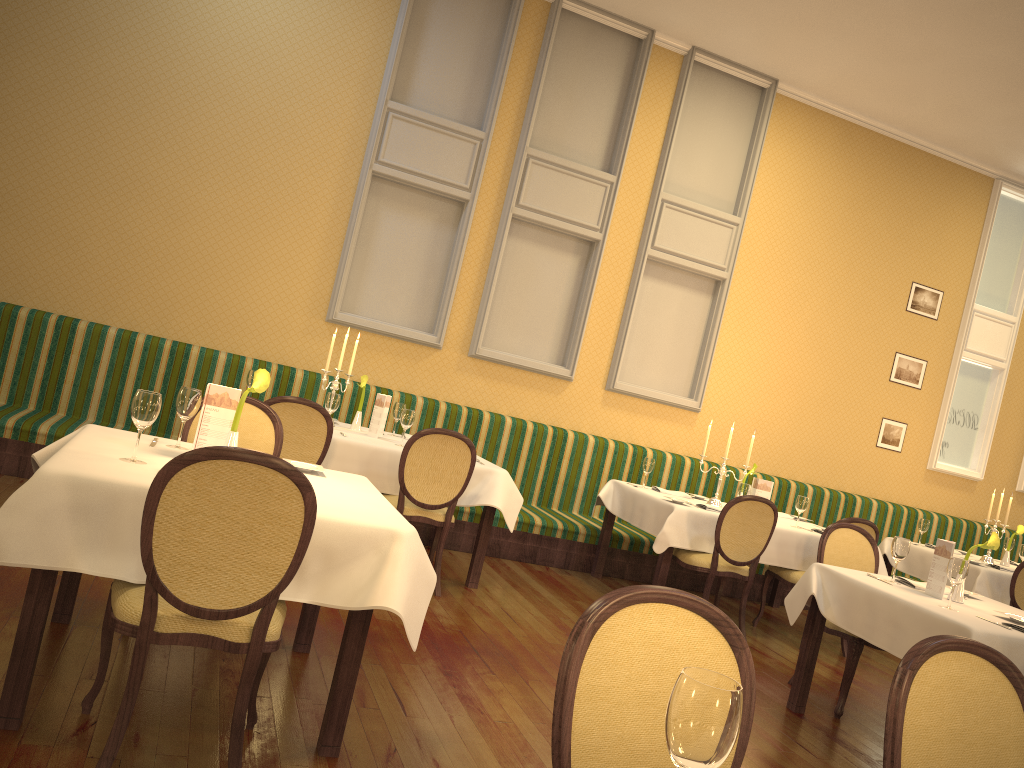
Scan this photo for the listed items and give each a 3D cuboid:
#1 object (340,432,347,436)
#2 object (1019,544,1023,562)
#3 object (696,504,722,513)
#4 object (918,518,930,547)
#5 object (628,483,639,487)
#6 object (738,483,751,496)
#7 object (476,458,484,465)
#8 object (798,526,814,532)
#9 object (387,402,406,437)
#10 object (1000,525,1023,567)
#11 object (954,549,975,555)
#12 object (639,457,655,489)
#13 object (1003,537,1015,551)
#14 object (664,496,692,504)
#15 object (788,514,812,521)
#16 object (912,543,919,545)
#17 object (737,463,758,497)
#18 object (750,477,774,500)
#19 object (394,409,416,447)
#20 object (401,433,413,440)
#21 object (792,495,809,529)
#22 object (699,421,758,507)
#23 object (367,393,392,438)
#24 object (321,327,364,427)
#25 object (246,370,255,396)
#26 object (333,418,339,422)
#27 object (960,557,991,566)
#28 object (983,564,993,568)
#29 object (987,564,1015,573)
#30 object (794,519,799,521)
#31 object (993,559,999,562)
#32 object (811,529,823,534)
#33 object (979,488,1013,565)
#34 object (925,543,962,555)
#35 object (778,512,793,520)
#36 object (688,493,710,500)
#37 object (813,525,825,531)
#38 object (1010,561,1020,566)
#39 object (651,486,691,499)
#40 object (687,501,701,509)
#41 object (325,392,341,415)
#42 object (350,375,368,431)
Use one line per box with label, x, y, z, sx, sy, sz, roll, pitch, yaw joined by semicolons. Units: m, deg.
object;-1.014;0.299;5.321;0.017;0.010;0.185;13;0;-19
object;4.110;1.409;7.127;0.088;0.229;0.088;13;0;29
object;1.431;0.873;6.166;0.273;0.033;0.142;13;0;-19
object;3.506;1.267;7.581;0.088;0.229;0.088;13;0;29
object;0.910;0.758;6.680;0.038;0.015;0.181;13;0;-17
object;1.622;0.815;6.250;0.088;0.229;0.088;13;0;29
object;-0.205;0.489;5.592;0.038;0.015;0.181;13;0;-17
object;2.123;1.048;6.427;0.017;0.010;0.185;13;0;-19
object;-0.786;0.243;6.062;0.088;0.229;0.088;13;0;29
object;4.235;1.365;7.506;0.076;0.375;0.163;13;0;3
object;3.948;1.479;7.779;0.160;0.024;0.160;13;0;-19
object;1.018;0.673;6.703;0.088;0.229;0.088;13;0;29
object;4.410;1.483;7.894;0.088;0.229;0.088;13;0;23
object;1.134;0.805;6.068;0.160;0.024;0.160;13;0;-19
object;2.328;1.092;7.189;0.160;0.024;0.160;13;0;-19
object;3.398;1.352;7.557;0.038;0.015;0.181;13;0;-17
object;1.789;0.782;6.784;0.163;0.375;0.076;13;0;-37
object;1.822;0.841;6.589;0.166;0.277;0.081;13;0;43
object;-0.657;0.271;5.465;0.088;0.229;0.088;13;0;29
object;-0.617;0.386;6.118;0.273;0.033;0.142;13;0;-19
object;2.076;0.924;6.399;0.088;0.229;0.088;13;0;29
object;1.588;0.594;6.640;0.390;0.655;0.131;13;0;0
object;-0.852;0.203;5.660;0.081;0.277;0.166;13;0;3
object;-1.119;-0.053;5.686;0.131;0.655;0.390;13;0;27
object;-1.690;0.027;5.749;0.088;0.229;0.088;13;0;29
object;-1.248;0.239;5.947;0.160;0.024;0.160;13;0;-19
object;3.622;1.399;6.945;0.160;0.024;0.160;13;0;-19
object;3.749;1.434;7.041;0.038;0.015;0.181;13;0;-17
object;3.919;1.467;7.044;0.273;0.033;0.142;13;0;-19
object;2.248;1.077;7.112;0.038;0.015;0.181;13;0;-17
object;4.310;1.571;7.859;0.017;0.010;0.185;13;0;-18
object;2.320;1.089;6.426;0.273;0.024;0.142;13;0;-19
object;4.063;1.184;7.453;0.131;0.655;0.390;13;0;-5
object;3.698;1.416;7.600;0.273;0.033;0.142;13;0;-19
object;2.091;1.033;7.073;0.273;0.033;0.142;13;0;-19
object;1.460;0.885;6.902;0.160;0.024;0.160;13;0;-19
object;2.357;1.098;6.638;0.160;0.024;0.160;13;0;-19
object;4.579;1.627;7.950;0.273;0.033;0.142;13;0;-19
object;1.210;0.822;6.723;0.273;0.033;0.142;13;0;-19
object;1.261;0.840;6.164;0.038;0.015;0.181;13;0;-17
object;-1.086;0.169;5.295;0.088;0.229;0.088;13;0;29
object;-0.989;0.122;5.778;0.076;0.375;0.163;13;0;3
